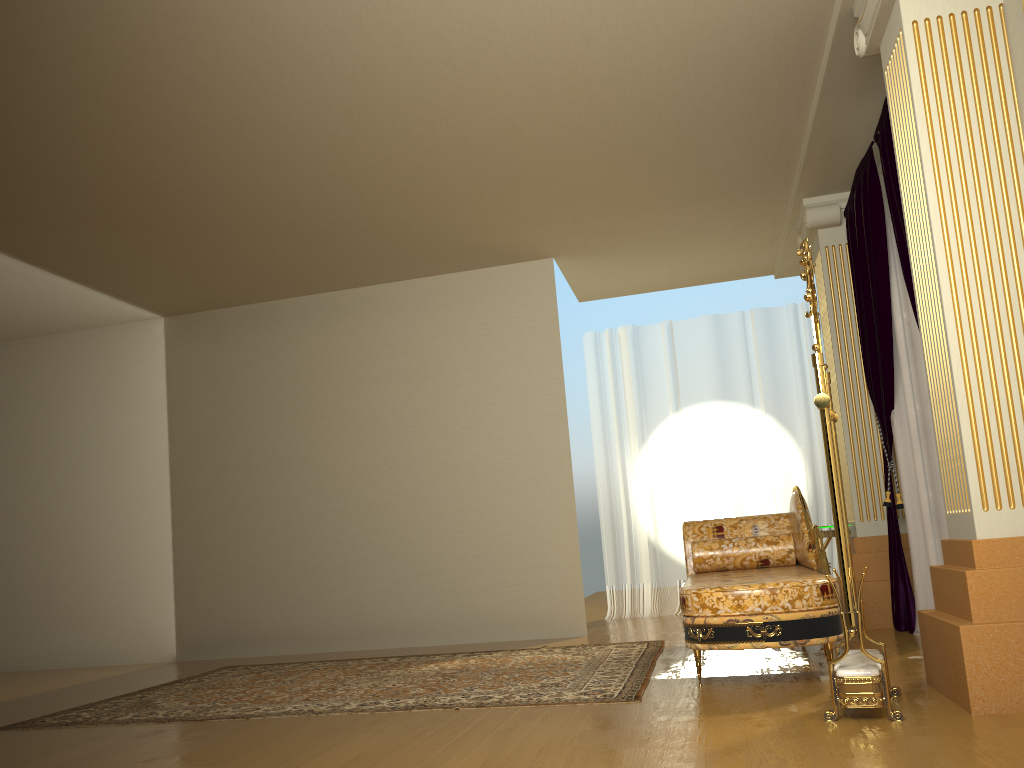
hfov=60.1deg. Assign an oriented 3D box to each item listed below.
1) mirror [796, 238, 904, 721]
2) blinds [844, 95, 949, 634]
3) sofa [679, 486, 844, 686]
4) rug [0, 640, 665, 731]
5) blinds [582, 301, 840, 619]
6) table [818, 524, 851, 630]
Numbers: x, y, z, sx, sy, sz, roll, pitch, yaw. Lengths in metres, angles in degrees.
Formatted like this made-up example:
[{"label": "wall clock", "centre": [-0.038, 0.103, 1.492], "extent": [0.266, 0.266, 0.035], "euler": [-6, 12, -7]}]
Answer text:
[{"label": "mirror", "centre": [1.158, 0.296, 3.178], "extent": [0.244, 1.684, 0.544], "euler": [-8, -8, 22]}, {"label": "blinds", "centre": [2.064, -0.024, 4.404], "extent": [0.340, 2.628, 2.253], "euler": [-6, -9, 13]}, {"label": "sofa", "centre": [1.184, 0.950, 4.436], "extent": [0.694, 0.862, 1.910], "euler": [-7, -10, 12]}, {"label": "rug", "centre": [-0.748, 1.624, 4.883], "extent": [3.083, 0.017, 2.135], "euler": [-7, -11, 12]}, {"label": "blinds", "centre": [1.712, 0.647, 7.404], "extent": [2.170, 2.483, 0.165], "euler": [-7, -7, 14]}, {"label": "table", "centre": [1.849, 1.217, 5.511], "extent": [0.571, 0.637, 0.577], "euler": [1, -10, -32]}]
